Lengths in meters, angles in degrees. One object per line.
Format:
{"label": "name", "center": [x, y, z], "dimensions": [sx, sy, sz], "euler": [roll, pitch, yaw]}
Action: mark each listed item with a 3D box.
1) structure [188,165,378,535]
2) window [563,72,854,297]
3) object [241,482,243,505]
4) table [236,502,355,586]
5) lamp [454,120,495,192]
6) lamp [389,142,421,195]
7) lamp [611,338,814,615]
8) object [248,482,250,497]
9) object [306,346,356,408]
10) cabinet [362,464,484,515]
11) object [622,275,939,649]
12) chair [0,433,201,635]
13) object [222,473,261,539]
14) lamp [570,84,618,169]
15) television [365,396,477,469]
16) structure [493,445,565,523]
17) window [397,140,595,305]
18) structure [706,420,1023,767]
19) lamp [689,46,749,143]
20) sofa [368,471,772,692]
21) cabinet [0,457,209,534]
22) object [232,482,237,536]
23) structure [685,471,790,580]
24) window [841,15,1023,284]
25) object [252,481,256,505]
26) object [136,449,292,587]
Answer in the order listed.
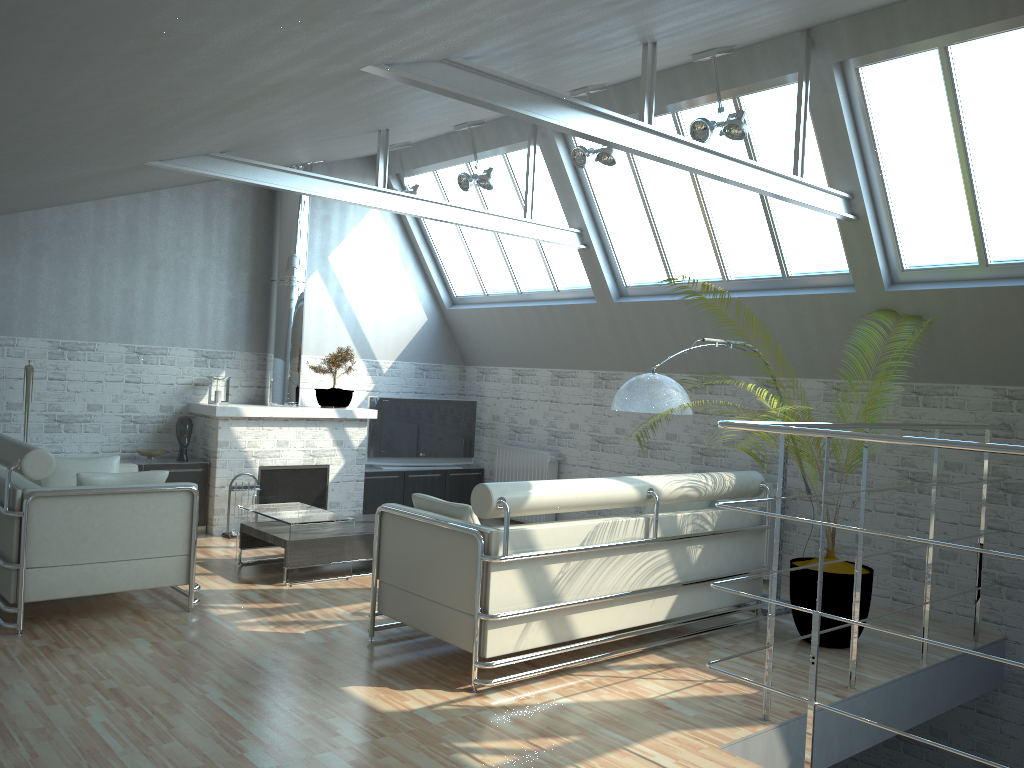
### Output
{"label": "structure", "center": [-4.276, -0.868, 17.048], "dimensions": [3.302, 7.180, 1.309], "euler": [3, 0, -41]}
{"label": "window", "center": [3.013, -2.933, 13.980], "dimensions": [1.897, 2.787, 4.651], "euler": [3, 0, -41]}
{"label": "object", "center": [-4.726, 2.195, 15.627], "dimensions": [0.145, 0.932, 0.065], "euler": [3, 0, 31]}
{"label": "table", "center": [-3.257, 2.341, 13.229], "dimensions": [1.015, 0.867, 1.726], "euler": [3, 0, -41]}
{"label": "lamp", "center": [-0.680, -3.935, 15.258], "dimensions": [0.619, 1.172, 0.808], "euler": [3, 0, -37]}
{"label": "lamp", "center": [-2.125, -4.021, 16.929], "dimensions": [0.619, 1.172, 0.808], "euler": [3, 0, -37]}
{"label": "lamp", "center": [3.186, 1.283, 12.187], "dimensions": [4.621, 3.709, 1.015], "euler": [3, 0, -35]}
{"label": "object", "center": [-4.687, 2.158, 15.732], "dimensions": [0.025, 0.855, 0.025], "euler": [3, 0, -19]}
{"label": "object", "center": [-3.569, -0.164, 17.479], "dimensions": [1.115, 1.265, 0.572], "euler": [3, 0, -37]}
{"label": "cabinet", "center": [-2.161, 2.318, 19.256], "dimensions": [3.234, 1.016, 0.908], "euler": [3, 0, -41]}
{"label": "object", "center": [3.235, 0.960, 11.154], "dimensions": [3.777, 4.386, 5.015], "euler": [3, 0, 24]}
{"label": "chair", "center": [-5.379, 1.691, 11.100], "dimensions": [2.201, 2.001, 2.507], "euler": [3, 0, -41]}
{"label": "object", "center": [-4.777, 2.138, 15.767], "dimensions": [0.584, 1.124, 0.412], "euler": [3, 0, -41]}
{"label": "lamp", "center": [1.168, -3.826, 13.123], "dimensions": [0.618, 1.172, 0.808], "euler": [3, 0, -37]}
{"label": "television", "center": [-1.983, 1.060, 19.260], "dimensions": [2.577, 1.514, 0.592], "euler": [3, 0, -31]}
{"label": "structure", "center": [0.308, 2.118, 18.614], "dimensions": [0.508, 1.524, 1.892], "euler": [3, 0, -41]}
{"label": "window", "center": [-0.309, -3.130, 17.818], "dimensions": [1.897, 2.787, 4.651], "euler": [3, 0, -41]}
{"label": "structure", "center": [5.808, 1.918, 7.649], "dimensions": [6.483, 2.781, 5.366], "euler": [3, 0, -41]}
{"label": "lamp", "center": [2.626, -3.739, 11.439], "dimensions": [0.619, 1.172, 0.808], "euler": [3, 0, -37]}
{"label": "sofa", "center": [0.897, 2.031, 10.862], "dimensions": [4.866, 1.999, 2.199], "euler": [3, 0, -41]}
{"label": "cabinet", "center": [-7.443, 1.929, 14.649], "dimensions": [4.572, 1.270, 0.914], "euler": [3, 0, -41]}
{"label": "object", "center": [-4.831, 2.182, 15.530], "dimensions": [0.131, 0.916, 0.146], "euler": [3, 0, -41]}
{"label": "structure", "center": [3.666, 2.317, 14.733], "dimensions": [0.508, 1.524, 1.892], "euler": [3, 0, -41]}
{"label": "window", "center": [6.334, -2.736, 10.141], "dimensions": [1.897, 2.787, 4.651], "euler": [3, 0, -41]}
{"label": "object", "center": [-4.602, 2.171, 15.807], "dimensions": [0.026, 0.873, 0.155], "euler": [3, 0, -40]}
{"label": "object", "center": [-4.476, 1.446, 14.204], "dimensions": [1.528, 2.558, 4.859], "euler": [3, 0, -42]}
